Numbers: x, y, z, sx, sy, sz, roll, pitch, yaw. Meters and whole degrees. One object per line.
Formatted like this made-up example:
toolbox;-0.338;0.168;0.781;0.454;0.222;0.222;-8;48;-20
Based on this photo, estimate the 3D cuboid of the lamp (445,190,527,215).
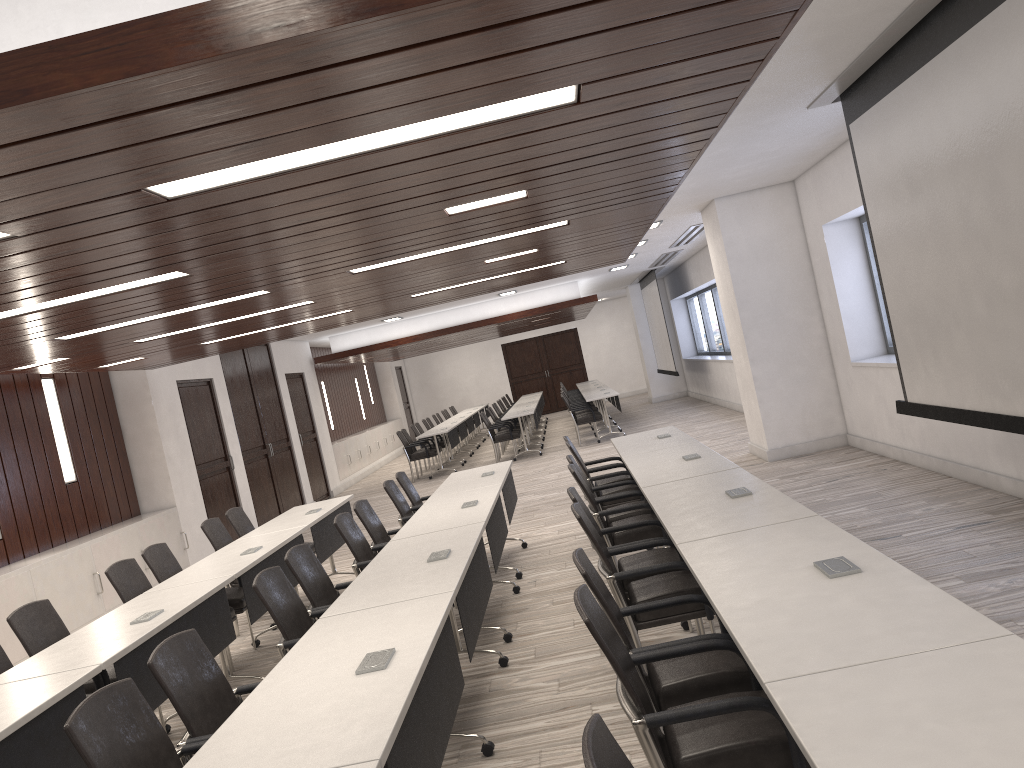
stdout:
lamp;-0.137;-0.953;4.541;0.421;0.046;0.236;-12;1;3

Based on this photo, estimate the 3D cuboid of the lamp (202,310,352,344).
lamp;-2.245;-0.562;8.411;1.496;0.045;0.236;-12;1;3

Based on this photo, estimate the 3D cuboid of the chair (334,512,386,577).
chair;-0.715;1.230;5.682;0.638;0.939;0.513;-12;1;3

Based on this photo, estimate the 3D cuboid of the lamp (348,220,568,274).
lamp;-0.363;-0.929;5.876;1.496;0.045;0.236;-12;1;3

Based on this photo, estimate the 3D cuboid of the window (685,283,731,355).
window;4.087;-1.228;16.006;0.118;1.419;10.452;-12;1;3

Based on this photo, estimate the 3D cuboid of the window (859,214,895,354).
window;3.538;-0.900;5.512;0.118;1.419;6.968;-12;1;3

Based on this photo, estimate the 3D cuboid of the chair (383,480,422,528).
chair;-0.627;1.180;7.204;0.638;0.939;0.513;-12;1;3

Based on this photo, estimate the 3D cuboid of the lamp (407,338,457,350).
lamp;-1.688;-0.895;19.067;1.496;0.045;0.236;-12;1;3

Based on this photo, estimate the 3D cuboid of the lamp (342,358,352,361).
lamp;-3.275;-0.515;17.620;0.464;0.045;0.236;-12;1;3

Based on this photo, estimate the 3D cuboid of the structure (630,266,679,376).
structure;3.183;-1.351;19.561;0.438;2.329;3.550;-12;1;3

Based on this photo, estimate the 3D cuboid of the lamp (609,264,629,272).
lamp;1.892;-2.113;15.786;0.324;0.120;0.519;-12;1;3

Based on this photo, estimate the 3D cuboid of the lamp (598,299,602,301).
lamp;2.378;-2.404;25.080;0.324;0.120;0.519;-12;1;3

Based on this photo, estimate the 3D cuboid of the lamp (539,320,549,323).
lamp;0.390;-1.379;20.266;1.496;0.045;0.236;-12;1;3

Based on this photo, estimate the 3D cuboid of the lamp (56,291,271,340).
lamp;-2.372;-0.486;5.995;1.496;0.045;0.236;-12;1;3

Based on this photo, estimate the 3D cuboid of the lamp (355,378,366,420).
lamp;-3.796;0.376;21.892;0.094;1.058;0.236;-12;1;3

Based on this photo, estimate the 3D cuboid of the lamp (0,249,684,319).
lamp;0.372;-1.447;10.737;1.469;0.552;14.295;-12;1;26

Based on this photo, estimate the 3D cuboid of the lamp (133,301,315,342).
lamp;-2.314;-0.520;7.093;1.496;0.045;0.236;-12;1;3

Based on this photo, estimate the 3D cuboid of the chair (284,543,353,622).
chair;-0.767;1.261;4.697;0.638;0.939;0.513;-12;1;4

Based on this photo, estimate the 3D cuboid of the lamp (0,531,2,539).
lamp;-4.549;0.826;7.502;0.094;1.058;0.236;-12;1;3

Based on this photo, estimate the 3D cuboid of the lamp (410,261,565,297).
lamp;-0.236;-1.005;8.291;1.496;0.045;0.236;-12;1;3

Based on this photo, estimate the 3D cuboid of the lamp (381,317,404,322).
lamp;-2.173;-1.217;16.027;0.324;0.120;0.519;-12;1;3

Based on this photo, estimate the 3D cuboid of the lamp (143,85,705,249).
lamp;1.293;-1.605;8.353;1.499;0.552;12.001;-12;1;20

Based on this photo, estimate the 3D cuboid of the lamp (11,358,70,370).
lamp;-3.821;-0.188;7.182;0.464;0.045;0.236;-12;1;3

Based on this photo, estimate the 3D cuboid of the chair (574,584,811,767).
chair;0.589;1.002;2.561;0.638;0.939;0.513;-12;1;3

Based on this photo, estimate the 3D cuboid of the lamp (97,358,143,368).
lamp;-3.752;-0.229;8.500;0.464;0.045;0.236;-12;1;3

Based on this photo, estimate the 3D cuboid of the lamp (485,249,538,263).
lamp;-0.010;-1.028;6.956;0.421;0.046;0.236;-12;1;3

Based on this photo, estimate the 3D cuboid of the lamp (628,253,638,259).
lamp;1.803;-2.059;14.078;0.324;0.120;0.519;-12;1;3

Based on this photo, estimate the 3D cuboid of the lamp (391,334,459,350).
lamp;-1.768;-0.847;17.530;1.496;0.045;0.236;-12;1;3

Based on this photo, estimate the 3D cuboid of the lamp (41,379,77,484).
lamp;-4.549;0.474;8.813;0.094;1.058;0.236;-12;1;3

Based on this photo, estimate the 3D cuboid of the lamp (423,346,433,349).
lamp;-1.619;-0.936;20.385;1.496;0.045;0.236;-12;1;3

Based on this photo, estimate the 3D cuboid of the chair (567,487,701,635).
chair;0.696;0.938;4.604;0.638;0.939;0.513;-12;1;3

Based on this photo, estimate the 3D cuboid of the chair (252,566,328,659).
chair;-0.777;1.273;4.166;0.638;0.939;0.513;-12;1;2

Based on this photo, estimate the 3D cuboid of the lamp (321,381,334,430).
lamp;-3.957;0.472;18.818;0.094;1.058;0.236;-12;1;3

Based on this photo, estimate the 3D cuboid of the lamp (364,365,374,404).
lamp;-3.796;0.024;23.203;0.094;1.058;0.236;-12;1;3

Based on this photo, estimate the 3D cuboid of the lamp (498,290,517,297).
lamp;-0.089;-1.676;15.903;0.324;0.120;0.519;-12;1;3

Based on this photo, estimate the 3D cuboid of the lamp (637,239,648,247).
lamp;1.718;-2.009;12.459;0.324;0.120;0.519;-12;1;3

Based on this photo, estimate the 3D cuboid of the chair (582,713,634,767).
chair;0.535;1.034;1.571;0.638;0.939;0.513;-12;1;2

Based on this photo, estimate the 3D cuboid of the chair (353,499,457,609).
chair;-0.686;1.213;6.204;0.638;0.939;0.513;-12;1;3

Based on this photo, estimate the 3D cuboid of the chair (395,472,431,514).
chair;-0.598;1.163;7.731;0.638;0.939;0.513;-12;1;2

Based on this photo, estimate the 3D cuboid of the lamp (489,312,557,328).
lamp;0.241;-1.290;17.411;1.496;0.045;0.236;-12;1;3

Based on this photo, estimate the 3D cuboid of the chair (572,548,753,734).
chair;0.621;0.985;3.085;0.638;0.939;0.513;-12;1;2

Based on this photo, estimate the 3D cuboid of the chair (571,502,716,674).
chair;0.681;0.952;4.079;0.638;0.939;0.513;-12;1;3

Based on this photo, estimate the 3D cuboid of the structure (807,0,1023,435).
structure;2.393;-0.878;4.464;0.438;2.329;3.550;-12;1;3

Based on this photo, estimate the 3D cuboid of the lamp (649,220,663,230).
lamp;1.629;-1.955;10.750;0.324;0.120;0.519;-12;1;3
